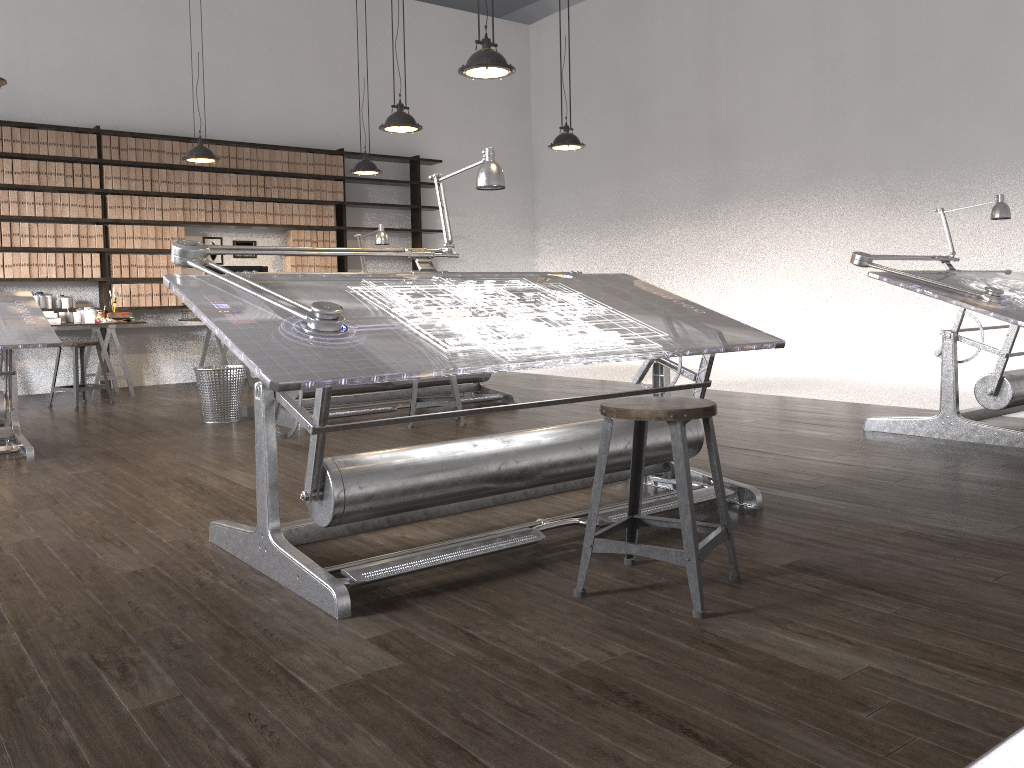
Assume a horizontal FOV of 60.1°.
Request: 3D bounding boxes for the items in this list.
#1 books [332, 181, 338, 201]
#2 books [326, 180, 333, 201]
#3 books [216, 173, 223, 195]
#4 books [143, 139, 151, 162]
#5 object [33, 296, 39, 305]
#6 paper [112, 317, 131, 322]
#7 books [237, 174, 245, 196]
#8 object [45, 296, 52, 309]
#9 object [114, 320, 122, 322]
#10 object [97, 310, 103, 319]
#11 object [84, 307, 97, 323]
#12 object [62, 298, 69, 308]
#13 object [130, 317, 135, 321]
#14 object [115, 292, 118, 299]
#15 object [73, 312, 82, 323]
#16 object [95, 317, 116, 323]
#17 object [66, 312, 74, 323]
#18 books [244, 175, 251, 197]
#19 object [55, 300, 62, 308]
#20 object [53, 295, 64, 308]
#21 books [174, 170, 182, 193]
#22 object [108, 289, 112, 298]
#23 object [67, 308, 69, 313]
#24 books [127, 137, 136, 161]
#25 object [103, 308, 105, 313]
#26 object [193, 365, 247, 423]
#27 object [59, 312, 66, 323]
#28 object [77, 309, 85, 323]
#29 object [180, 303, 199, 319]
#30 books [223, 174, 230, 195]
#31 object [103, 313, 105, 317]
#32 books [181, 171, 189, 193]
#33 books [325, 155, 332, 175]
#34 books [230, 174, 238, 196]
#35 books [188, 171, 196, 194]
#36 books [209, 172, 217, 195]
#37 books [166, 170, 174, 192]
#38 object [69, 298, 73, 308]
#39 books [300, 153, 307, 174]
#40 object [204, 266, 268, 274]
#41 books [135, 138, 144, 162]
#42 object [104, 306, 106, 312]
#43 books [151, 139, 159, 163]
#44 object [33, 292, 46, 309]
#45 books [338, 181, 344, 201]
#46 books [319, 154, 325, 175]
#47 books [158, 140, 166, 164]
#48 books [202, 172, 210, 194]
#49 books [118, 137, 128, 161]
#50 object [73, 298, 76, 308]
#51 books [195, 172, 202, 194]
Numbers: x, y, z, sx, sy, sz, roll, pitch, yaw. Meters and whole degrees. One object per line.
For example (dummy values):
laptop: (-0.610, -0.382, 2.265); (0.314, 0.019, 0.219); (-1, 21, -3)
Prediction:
books: (-1.973, -2.100, 9.695); (0.067, 0.225, 0.175); (-3, 4, -37)
books: (-2.023, -2.095, 9.651); (0.067, 0.225, 0.175); (-3, 4, -37)
books: (-2.975, -2.003, 8.931); (0.067, 0.225, 0.174); (-3, 4, -37)
books: (-3.524, -2.226, 8.502); (0.067, 0.225, 0.175); (-3, 4, -37)
object: (-4.258, -0.726, 7.905); (0.062, 0.119, 0.062); (0, 4, 21)
paper: (-3.532, -0.580, 8.006); (0.155, 0.038, 0.138); (-4, 6, -23)
books: (-2.801, -2.019, 9.056); (0.067, 0.225, 0.175); (-3, 4, -37)
object: (-4.207, -0.740, 8.031); (0.062, 0.119, 0.062); (0, 4, 21)
object: (-3.531, -0.569, 7.969); (0.011, 0.017, 0.172); (0, 6, 21)
object: (-3.730, -0.612, 8.015); (0.050, 0.111, 0.049); (-3, 4, -34)
object: (-3.807, -0.623, 8.005); (0.105, 0.141, 0.104); (-3, 4, -30)
object: (-4.057, -0.735, 8.048); (0.062, 0.095, 0.062); (-2, 4, -5)
object: (-3.482, -0.594, 8.123); (0.049, 0.037, 0.049); (-4, 6, -34)
object: (-3.646, -0.751, 8.121); (0.071, 0.186, 0.008); (-1, 3, 5)
object: (-3.902, -0.597, 7.950); (0.062, 0.094, 0.062); (0, 4, 12)
object: (-3.624, -0.573, 7.909); (0.132, 0.050, 0.197); (1, 6, 23)
object: (-3.972, -0.595, 7.951); (0.062, 0.093, 0.063); (-1, 4, 3)
books: (-2.753, -2.024, 9.097); (0.067, 0.225, 0.175); (-3, 4, -37)
object: (-4.137, -0.726, 8.084); (0.054, 0.081, 0.054); (2, 5, 43)
object: (-4.177, -0.756, 8.159); (0.095, 0.129, 0.094); (2, 5, 40)
books: (-3.300, -1.971, 8.682); (0.067, 0.225, 0.175); (-3, 4, -37)
object: (-3.662, -0.762, 8.112); (0.055, 0.213, 0.007); (-3, 3, -31)
object: (-4.009, -0.621, 8.018); (0.030, 0.133, 0.004); (-3, 3, -33)
books: (-3.634, -2.215, 8.412); (0.067, 0.225, 0.174); (-3, 4, -37)
object: (-3.730, -0.641, 8.083); (0.040, 0.130, 0.005); (-4, 4, -39)
object: (-2.007, 0.070, 6.112); (0.353, 0.377, 0.354); (-2, 4, -16)
object: (-4.038, -0.595, 7.961); (0.062, 0.094, 0.062); (-1, 4, 3)
object: (-3.910, -0.621, 8.061); (0.095, 0.128, 0.094); (-5, 5, -41)
object: (-3.065, -0.714, 8.655); (0.204, 0.160, 0.285); (3, 7, 45)
books: (-2.918, -2.008, 8.970); (0.067, 0.225, 0.174); (-3, 4, -37)
object: (-3.748, -0.607, 8.082); (0.060, 0.088, 0.059); (-4, 4, -33)
books: (-3.243, -1.976, 8.718); (0.067, 0.225, 0.175); (-3, 4, -37)
books: (-2.034, -2.371, 9.640); (0.067, 0.225, 0.175); (-3, 4, -37)
books: (-2.858, -2.013, 9.012); (0.067, 0.225, 0.175); (-3, 4, -37)
books: (-3.193, -1.981, 8.762); (0.067, 0.225, 0.175); (-3, 4, -37)
books: (-3.030, -1.997, 8.887); (0.067, 0.225, 0.175); (-3, 4, -37)
books: (-3.356, -1.966, 8.639); (0.067, 0.225, 0.174); (-3, 4, -37)
object: (-4.057, -0.741, 8.115); (0.063, 0.094, 0.063); (-2, 4, -5)
books: (-2.257, -2.349, 9.467); (0.067, 0.225, 0.174); (-3, 4, -37)
object: (-2.747, -0.914, 8.816); (0.644, 0.516, 0.204); (-5, 5, -37)
books: (-3.580, -2.220, 8.459); (0.067, 0.225, 0.174); (-3, 4, -37)
object: (-3.726, -0.642, 8.093); (0.033, 0.147, 0.005); (-3, 4, -38)
books: (-3.467, -2.231, 8.538); (0.067, 0.225, 0.175); (-3, 4, -37)
object: (-4.284, -0.752, 8.012); (0.094, 0.161, 0.205); (-4, 5, -36)
books: (-1.922, -2.105, 9.732); (0.067, 0.225, 0.175); (-3, 4, -37)
books: (-2.093, -2.365, 9.594); (0.067, 0.225, 0.175); (-3, 4, -37)
books: (-3.417, -2.236, 8.582); (0.067, 0.225, 0.175); (-3, 4, -37)
books: (-3.083, -1.992, 8.842); (0.067, 0.225, 0.175); (-3, 4, -37)
books: (-3.693, -2.209, 8.373); (0.067, 0.225, 0.175); (-3, 4, -37)
object: (-4.067, -0.748, 8.185); (0.062, 0.095, 0.062); (-2, 4, -5)
books: (-3.142, -1.986, 8.799); (0.067, 0.225, 0.175); (-3, 4, -37)
